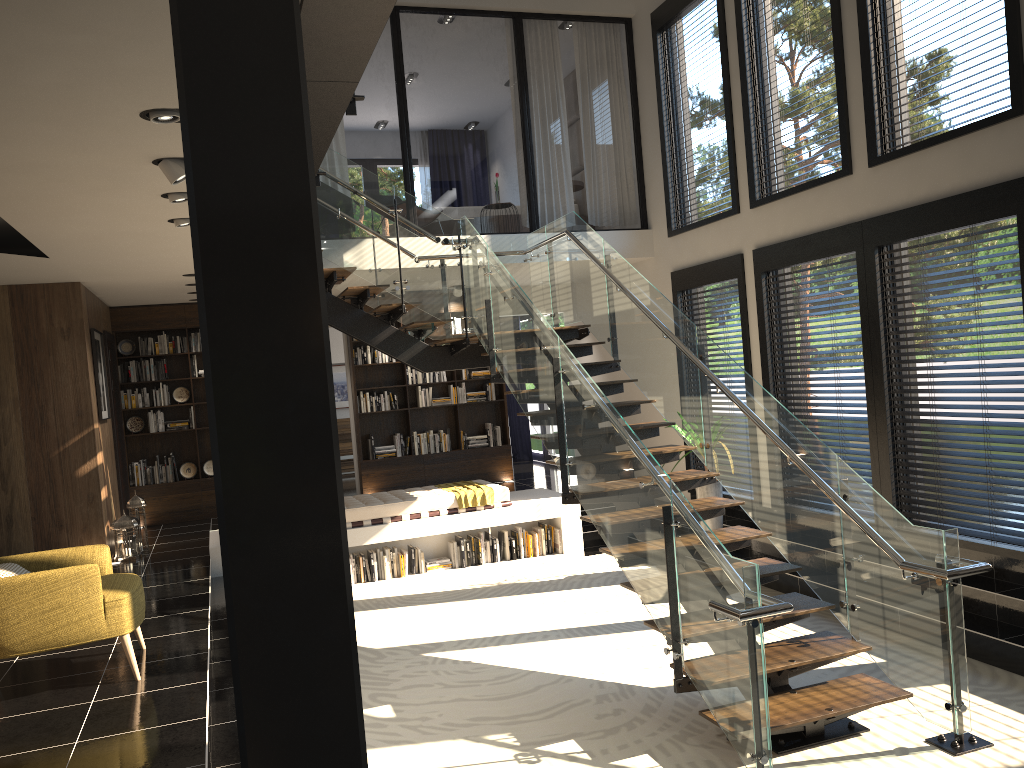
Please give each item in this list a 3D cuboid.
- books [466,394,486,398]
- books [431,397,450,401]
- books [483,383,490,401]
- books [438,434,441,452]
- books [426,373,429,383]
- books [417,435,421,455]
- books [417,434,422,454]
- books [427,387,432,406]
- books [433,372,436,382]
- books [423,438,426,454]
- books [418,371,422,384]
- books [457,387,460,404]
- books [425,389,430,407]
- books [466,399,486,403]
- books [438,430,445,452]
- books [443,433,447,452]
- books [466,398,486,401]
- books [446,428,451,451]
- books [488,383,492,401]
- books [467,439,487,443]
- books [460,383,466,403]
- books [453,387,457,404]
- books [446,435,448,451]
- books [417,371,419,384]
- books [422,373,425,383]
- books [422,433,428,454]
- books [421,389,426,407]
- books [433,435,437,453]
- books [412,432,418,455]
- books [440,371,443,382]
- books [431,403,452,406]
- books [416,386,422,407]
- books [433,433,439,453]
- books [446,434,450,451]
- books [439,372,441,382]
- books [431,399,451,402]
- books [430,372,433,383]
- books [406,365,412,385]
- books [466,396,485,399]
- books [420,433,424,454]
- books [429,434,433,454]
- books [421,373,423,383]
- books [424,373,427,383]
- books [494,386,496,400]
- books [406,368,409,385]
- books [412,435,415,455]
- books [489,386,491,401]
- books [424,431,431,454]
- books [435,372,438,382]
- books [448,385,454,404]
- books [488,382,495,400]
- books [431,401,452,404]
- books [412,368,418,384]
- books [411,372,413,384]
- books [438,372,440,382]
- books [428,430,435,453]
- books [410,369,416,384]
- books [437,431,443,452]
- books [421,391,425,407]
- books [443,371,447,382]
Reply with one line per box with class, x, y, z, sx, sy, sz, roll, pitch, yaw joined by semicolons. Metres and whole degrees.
books;-0.514;0.166;12.226;0.268;0.022;0.156;-5;1;-23
books;-0.983;0.202;12.070;0.274;0.025;0.156;-5;1;-15
books;-0.357;0.111;12.263;0.030;0.244;0.176;-5;1;-19
books;-1.008;0.802;12.050;0.029;0.250;0.142;-5;2;-19
books;-1.160;-0.128;11.998;0.028;0.231;0.167;-5;1;-19
books;-1.277;0.820;11.955;0.030;0.262;0.173;-5;2;-19
books;-1.257;0.812;11.980;0.025;0.274;0.150;-5;2;-19
books;-1.124;0.172;12.023;0.067;0.261;0.159;-5;2;-19
books;-1.073;-0.153;12.043;0.032;0.265;0.149;-5;2;-19
books;-1.198;0.837;11.986;0.025;0.215;0.170;-5;1;-19
books;-1.262;-0.133;11.971;0.028;0.258;0.208;-5;1;-19
books;-0.755;0.152;12.155;0.025;0.232;0.156;-5;2;-19
books;-1.162;0.184;11.977;0.036;0.244;0.194;-5;1;-19
books;-0.505;0.234;12.218;0.288;0.026;0.175;-5;1;-14
books;-0.958;0.775;12.067;0.025;0.294;0.177;-5;2;-19
books;-0.927;0.795;12.063;0.028;0.250;0.162;-5;2;-19
books;-0.511;0.210;12.229;0.274;0.022;0.156;-5;1;-22
books;-0.867;0.760;12.115;0.022;0.307;0.131;-5;2;-19
books;-0.314;0.106;12.297;0.023;0.246;0.147;-5;2;-19
books;-0.494;0.788;12.226;0.263;0.024;0.167;-5;1;-23
books;-0.672;0.123;12.161;0.031;0.277;0.168;-5;2;-19
books;-0.806;0.158;12.143;0.037;0.232;0.231;-5;1;-19
books;-0.907;0.807;12.091;0.026;0.221;0.145;-5;2;-19
books;-1.289;-0.121;11.968;0.027;0.239;0.153;-5;2;-19
books;-1.219;-0.111;12.005;0.020;0.206;0.147;-5;1;-19
books;-1.178;0.802;12.003;0.031;0.280;0.141;-5;2;-19
books;-1.201;0.187;11.990;0.030;0.245;0.166;-5;2;-19
books;-1.061;0.809;12.022;0.023;0.246;0.149;-5;2;-19
books;-1.306;0.798;11.934;0.035;0.312;0.160;-5;2;-19
books;-0.972;-0.140;12.088;0.024;0.220;0.148;-5;2;-19
books;-0.976;0.277;12.072;0.274;0.025;0.156;-5;1;-22
books;-1.254;0.172;11.976;0.030;0.284;0.176;-5;2;-19
books;-1.037;0.802;12.038;0.034;0.255;0.194;-5;1;-19
books;-0.883;0.802;12.099;0.026;0.227;0.129;-5;2;-19
books;-1.003;-0.131;12.098;0.030;0.208;0.119;-5;2;-19
books;-0.979;0.227;12.066;0.261;0.024;0.167;-5;1;-22
books;-1.110;-0.103;12.040;0.047;0.171;0.167;-5;1;-19
books;-1.395;-0.128;11.946;0.031;0.272;0.158;-5;2;-19
books;-0.516;0.188;12.237;0.247;0.022;0.148;-5;1;-18
books;-1.223;0.808;11.965;0.030;0.276;0.160;-5;2;-19
books;-1.112;0.809;11.998;0.025;0.255;0.202;-5;1;-19
books;-1.241;-0.106;12.000;0.026;0.201;0.146;-5;1;-19
books;-1.192;-0.132;12.000;0.030;0.244;0.142;-5;2;-19
books;-0.257;0.112;12.335;0.012;0.224;0.097;-5;2;-19
books;-1.423;-0.103;11.939;0.030;0.228;0.176;-5;1;-19
books;-1.343;0.825;11.958;0.026;0.263;0.156;-5;2;-19
books;-0.333;0.125;12.282;0.025;0.212;0.168;-5;1;-19
books;-1.148;0.790;12.012;0.032;0.298;0.169;-5;2;-19
books;-1.039;-0.113;12.047;0.027;0.179;0.164;-5;1;-19
books;-0.833;0.145;12.122;0.026;0.263;0.156;-5;2;-19
books;-0.284;0.101;12.284;0.026;0.251;0.178;-5;1;-19
books;-0.978;0.252;12.070;0.275;0.025;0.156;-5;1;-23
books;-1.311;-0.113;11.951;0.027;0.228;0.208;-5;1;-19
books;-1.363;-0.076;11.957;0.027;0.162;0.125;-5;1;-19
books;-1.019;-0.119;12.065;0.024;0.187;0.148;-5;1;-19
books;-1.094;0.782;12.025;0.032;0.306;0.155;-5;2;-19
books;-1.336;-0.096;11.951;0.024;0.198;0.175;-5;1;-19
books;-0.980;0.785;12.053;0.028;0.280;0.154;-5;2;-19
books;-1.215;0.202;11.952;0.023;0.218;0.196;-5;1;-19
books;-0.940;-0.142;12.102;0.046;0.219;0.145;-5;2;-19
